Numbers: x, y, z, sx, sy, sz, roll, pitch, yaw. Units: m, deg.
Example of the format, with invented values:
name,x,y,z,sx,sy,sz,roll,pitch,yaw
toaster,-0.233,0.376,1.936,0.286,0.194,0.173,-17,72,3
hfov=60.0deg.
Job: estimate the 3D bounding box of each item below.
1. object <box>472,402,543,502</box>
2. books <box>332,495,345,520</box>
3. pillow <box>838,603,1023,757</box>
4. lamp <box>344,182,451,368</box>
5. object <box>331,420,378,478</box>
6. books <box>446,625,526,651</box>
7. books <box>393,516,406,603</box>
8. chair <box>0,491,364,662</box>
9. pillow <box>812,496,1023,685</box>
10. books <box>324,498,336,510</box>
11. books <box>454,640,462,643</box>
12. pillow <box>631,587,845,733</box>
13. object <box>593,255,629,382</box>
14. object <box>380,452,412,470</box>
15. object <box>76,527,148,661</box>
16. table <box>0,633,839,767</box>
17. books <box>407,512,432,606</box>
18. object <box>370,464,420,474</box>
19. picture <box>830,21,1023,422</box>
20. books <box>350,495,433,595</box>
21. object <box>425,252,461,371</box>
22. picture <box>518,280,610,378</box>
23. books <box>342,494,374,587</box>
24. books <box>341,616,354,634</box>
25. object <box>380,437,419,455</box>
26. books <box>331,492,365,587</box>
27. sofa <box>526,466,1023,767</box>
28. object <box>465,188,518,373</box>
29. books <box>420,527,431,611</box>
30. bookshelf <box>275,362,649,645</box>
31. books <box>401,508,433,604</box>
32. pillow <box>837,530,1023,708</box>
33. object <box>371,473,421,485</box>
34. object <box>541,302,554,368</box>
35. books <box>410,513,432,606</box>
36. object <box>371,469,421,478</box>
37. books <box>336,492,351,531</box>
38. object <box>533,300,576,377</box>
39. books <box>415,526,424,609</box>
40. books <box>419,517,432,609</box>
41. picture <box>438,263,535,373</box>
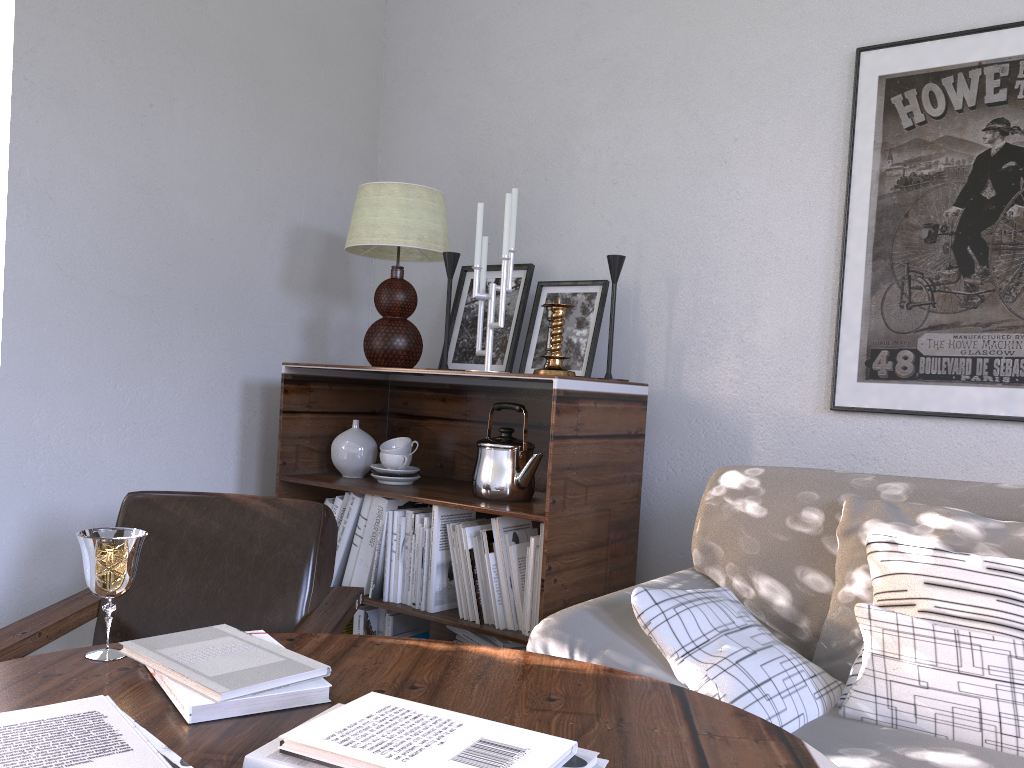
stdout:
name,x,y,z,sx,sy,sz,roll,pitch,yaw
object,0.007,0.154,1.984,0.190,0.223,0.143,4,1,25
books,-0.404,0.379,2.205,0.100,0.218,0.161,5,2,35
pillow,0.591,0.396,1.182,0.283,0.167,0.071,4,1,32
lamp,-0.290,-0.260,2.234,0.267,0.447,0.267,4,1,9
object,-0.401,0.165,2.258,0.122,0.147,0.111,4,1,32
books,-0.014,0.568,1.987,0.157,0.022,0.292,4,0,-30
books,-0.219,0.399,2.045,0.015,0.196,0.125,5,2,40
chair,-0.552,0.480,1.458,0.497,0.554,0.702,3,0,0
pillow,0.704,0.343,1.302,0.488,0.314,0.151,4,1,35
books,-0.442,0.382,2.225,0.126,0.210,0.161,4,1,35
books,-0.006,0.602,1.977,0.149,0.015,0.232,4,-1,-35
pillow,0.329,0.400,1.285,0.214,0.206,0.311,4,1,41
object,0.230,-0.148,2.032,0.095,0.289,0.094,2,2,-33
object,-0.286,0.193,2.174,0.079,0.050,0.082,4,0,8
object,-0.477,0.250,1.051,0.076,0.149,0.076,4,2,30
table,-0.168,0.556,0.847,0.951,0.432,0.736,3,0,5
books,-0.185,0.396,2.032,0.011,0.207,0.131,5,2,40
object,-0.287,0.214,2.176,0.120,0.024,0.121,3,0,39
picture,0.955,-0.316,1.738,0.587,0.774,0.019,4,2,35
books,-0.282,0.375,2.118,0.104,0.243,0.175,5,2,35
object,-0.154,-0.171,2.139,0.095,0.289,0.094,2,2,-33
picture,0.126,-0.134,2.194,0.201,0.252,0.080,4,2,35
books,-0.313,0.374,2.148,0.092,0.239,0.173,5,2,35
books,-0.392,0.657,2.183,0.109,0.200,0.137,4,2,35
object,-0.283,0.164,2.173,0.078,0.068,0.082,3,1,-40
books,-0.357,0.374,2.165,0.111,0.236,0.173,5,2,35
sofa,0.956,0.508,1.030,1.856,0.683,0.768,3,0,35
object,-0.042,-0.234,1.991,0.101,0.424,0.101,4,2,18
books,-0.157,0.409,1.987,0.009,0.183,0.115,5,2,40
bookshelf,-0.149,0.372,2.131,0.797,0.801,0.401,4,2,35
books,-0.198,0.393,2.043,0.020,0.212,0.129,5,2,40
pillow,0.638,0.361,1.245,0.309,0.270,0.130,4,1,38
object,-0.286,0.233,2.175,0.121,0.021,0.121,4,0,-6
object,0.088,-0.101,2.010,0.062,0.172,0.062,4,2,11
books,-0.176,0.396,2.026,0.011,0.207,0.131,5,2,40
object,-0.285,0.224,2.175,0.121,0.021,0.121,4,0,-6
books,-0.382,0.374,2.185,0.104,0.232,0.152,5,2,35
object,0.097,-0.101,1.916,0.096,0.172,0.095,2,2,-37
books,-0.170,0.409,1.999,0.009,0.182,0.115,5,2,40
books,-0.160,0.398,1.997,0.009,0.204,0.114,5,2,40
picture,-0.071,-0.169,2.336,0.230,0.301,0.095,4,2,35
